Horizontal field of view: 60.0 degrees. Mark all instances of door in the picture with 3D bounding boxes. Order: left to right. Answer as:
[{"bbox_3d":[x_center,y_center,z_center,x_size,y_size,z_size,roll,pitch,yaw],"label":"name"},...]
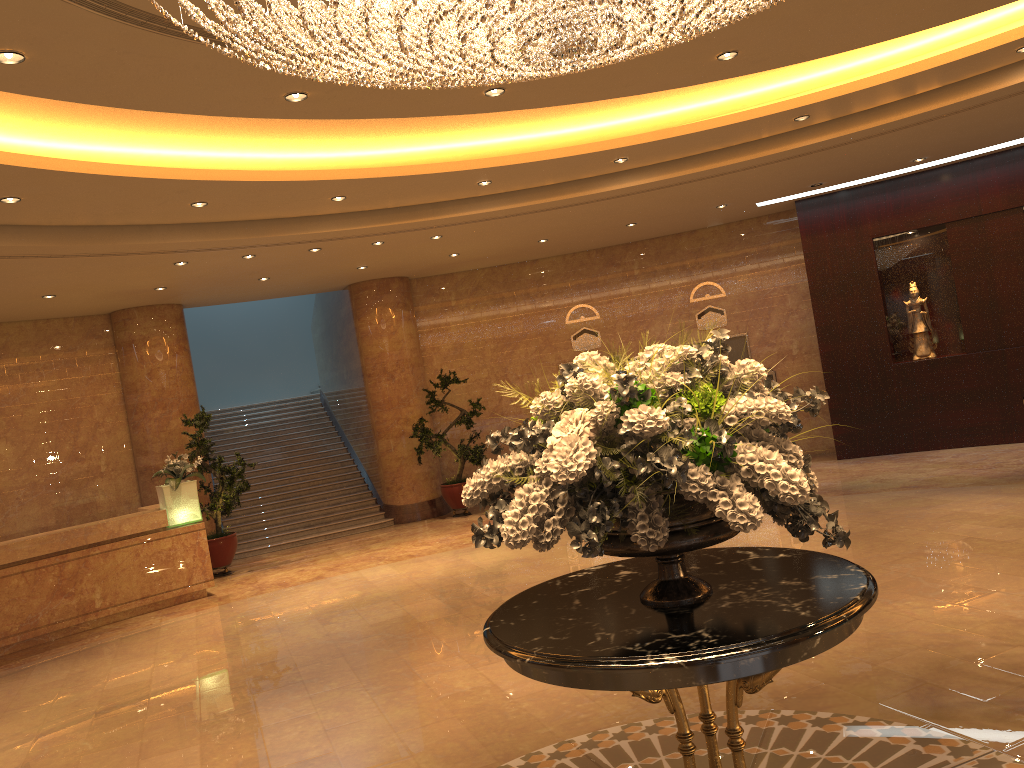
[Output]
[{"bbox_3d":[1.497,0.632,15.201,1.070,2.145,0.150,-9,0,5],"label":"door"},{"bbox_3d":[3.563,0.293,14.834,1.070,2.149,0.150,-9,0,16],"label":"door"}]

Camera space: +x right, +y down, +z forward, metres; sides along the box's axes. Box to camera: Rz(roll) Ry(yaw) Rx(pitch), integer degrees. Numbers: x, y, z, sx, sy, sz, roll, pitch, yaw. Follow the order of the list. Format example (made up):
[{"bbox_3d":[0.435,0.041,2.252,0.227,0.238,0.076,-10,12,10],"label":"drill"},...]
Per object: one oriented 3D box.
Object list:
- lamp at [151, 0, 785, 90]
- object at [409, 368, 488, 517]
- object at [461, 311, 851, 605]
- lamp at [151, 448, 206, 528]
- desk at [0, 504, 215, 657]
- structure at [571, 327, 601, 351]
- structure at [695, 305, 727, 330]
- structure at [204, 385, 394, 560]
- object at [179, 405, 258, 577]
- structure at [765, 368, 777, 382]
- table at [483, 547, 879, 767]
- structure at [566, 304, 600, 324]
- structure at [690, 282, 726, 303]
[{"bbox_3d":[0.148,-1.896,3.481,3.204,1.196,3.206,-9,0,17],"label":"lamp"},{"bbox_3d":[-0.948,0.932,14.070,1.250,2.363,0.843,-9,0,1],"label":"object"},{"bbox_3d":[0.515,0.321,3.409,1.318,0.999,1.277,-9,0,10],"label":"object"},{"bbox_3d":[-4.085,1.266,10.973,0.606,0.897,0.532,-10,0,-41],"label":"lamp"},{"bbox_3d":[-6.745,2.541,5.814,3.466,1.155,12.951,-9,0,14],"label":"desk"},{"bbox_3d":[1.263,-0.775,15.153,0.504,0.405,0.012,-9,0,4],"label":"structure"},{"bbox_3d":[3.318,-1.114,14.779,0.504,0.405,0.012,-9,0,15],"label":"structure"},{"bbox_3d":[-4.738,-0.076,17.107,9.849,5.560,7.472,-10,0,-20],"label":"structure"},{"bbox_3d":[-4.143,1.468,12.416,0.843,2.363,1.250,-10,0,-40],"label":"object"},{"bbox_3d":[4.255,0.071,14.534,0.200,0.661,0.053,-9,0,20],"label":"structure"},{"bbox_3d":[0.707,1.346,3.443,1.493,1.089,1.493,-10,0,-27],"label":"table"},{"bbox_3d":[1.190,-1.215,15.150,0.600,0.293,0.010,-9,0,4],"label":"structure"},{"bbox_3d":[3.243,-1.554,14.776,0.600,0.293,0.010,-9,0,16],"label":"structure"}]
